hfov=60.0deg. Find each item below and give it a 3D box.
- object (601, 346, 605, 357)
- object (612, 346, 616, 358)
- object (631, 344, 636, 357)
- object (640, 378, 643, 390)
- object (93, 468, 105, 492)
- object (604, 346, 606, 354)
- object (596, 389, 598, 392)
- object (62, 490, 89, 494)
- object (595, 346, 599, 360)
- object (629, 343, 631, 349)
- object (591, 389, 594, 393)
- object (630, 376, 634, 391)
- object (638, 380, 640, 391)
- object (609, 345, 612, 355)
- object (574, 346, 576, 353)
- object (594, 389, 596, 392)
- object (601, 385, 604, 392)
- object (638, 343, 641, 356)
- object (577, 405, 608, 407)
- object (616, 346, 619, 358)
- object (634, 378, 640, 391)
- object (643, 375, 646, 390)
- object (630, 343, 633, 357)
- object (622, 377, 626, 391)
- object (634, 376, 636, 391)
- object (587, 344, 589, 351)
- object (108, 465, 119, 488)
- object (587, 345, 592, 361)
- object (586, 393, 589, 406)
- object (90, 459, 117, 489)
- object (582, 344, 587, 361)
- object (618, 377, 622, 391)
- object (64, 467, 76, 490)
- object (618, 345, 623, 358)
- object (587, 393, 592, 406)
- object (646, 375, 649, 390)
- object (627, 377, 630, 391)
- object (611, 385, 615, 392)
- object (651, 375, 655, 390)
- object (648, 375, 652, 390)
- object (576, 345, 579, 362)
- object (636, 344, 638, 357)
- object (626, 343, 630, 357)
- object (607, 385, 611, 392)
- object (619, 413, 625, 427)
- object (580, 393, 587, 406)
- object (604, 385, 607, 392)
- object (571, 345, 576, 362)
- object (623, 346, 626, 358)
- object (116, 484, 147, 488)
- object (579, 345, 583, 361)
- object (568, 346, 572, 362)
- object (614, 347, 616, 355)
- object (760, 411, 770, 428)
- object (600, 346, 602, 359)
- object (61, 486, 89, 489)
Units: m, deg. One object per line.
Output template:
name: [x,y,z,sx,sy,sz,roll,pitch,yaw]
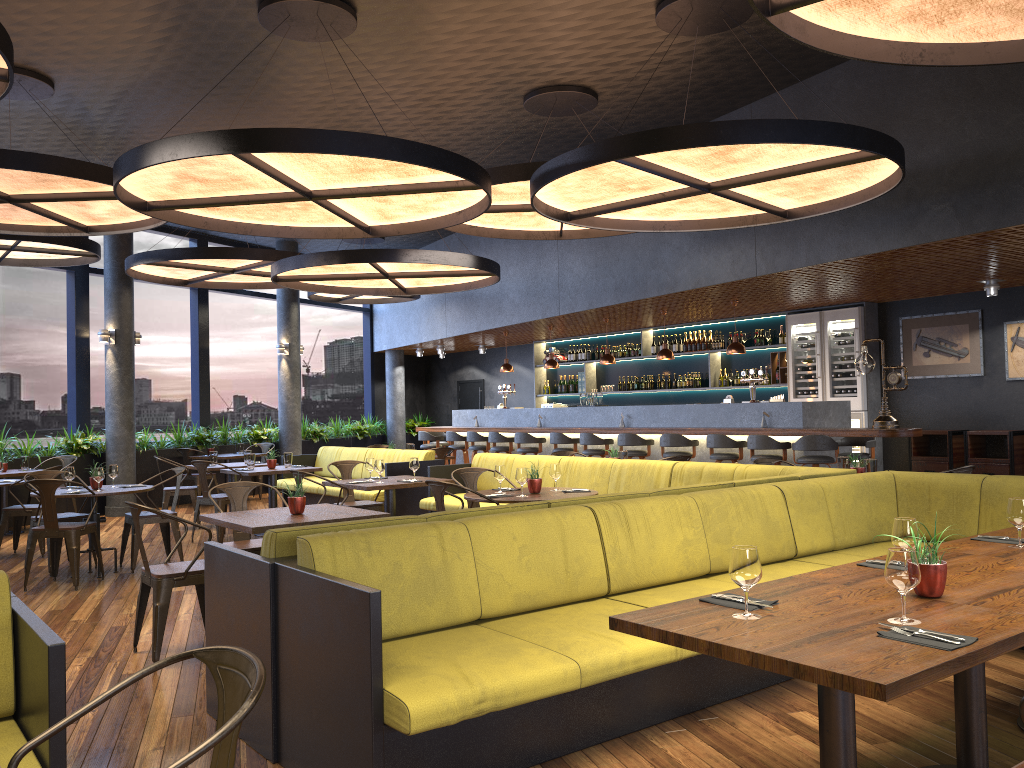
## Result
object: [1.622,-0.560,15.856,0.063,0.254,0.063,-2,-2,25]
object: [1.784,-0.553,15.590,0.068,0.217,0.068,-3,-2,42]
object: [2.080,-0.571,15.201,0.068,0.217,0.068,-3,-2,37]
object: [2.248,0.003,15.259,0.088,0.224,0.088,-2,-2,27]
object: [-3.608,0.835,7.742,0.097,0.206,0.097,0,-2,-31]
object: [1.680,-0.559,15.916,0.063,0.254,0.063,-2,-2,25]
object: [1.535,0.122,16.008,0.042,0.059,0.042,-2,-2,15]
object: [-3.748,0.929,7.638,0.157,0.019,0.255,-2,-2,5]
object: [1.529,-0.555,15.931,0.063,0.254,0.063,-2,-2,35]
object: [2.053,-0.580,15.479,0.063,0.254,0.063,0,-2,-30]
object: [1.464,0.126,16.101,0.042,0.059,0.042,-2,-2,15]
object: [2.076,-0.005,15.359,0.063,0.254,0.063,-1,-2,-10]
object: [2.171,0.006,15.323,0.088,0.224,0.088,-2,-2,17]
object: [1.748,-0.563,15.841,0.063,0.254,0.063,-1,-2,0]
object: [1.162,-0.558,16.579,0.085,0.310,0.086,-1,-2,3]
object: [1.491,0.123,16.004,0.042,0.059,0.042,-2,-2,15]
object: [1.629,0.087,15.915,0.084,0.119,0.084,-2,-2,8]
object: [2.191,-0.580,15.102,0.088,0.224,0.088,-1,-2,-23]
object: [1.223,0.335,13.445,0.273,0.019,0.437,0,-2,-37]
object: [1.863,-0.553,15.639,0.068,0.217,0.068,-1,-2,-17]
object: [2.142,0.004,15.213,0.088,0.224,0.088,-1,-2,-23]
object: [2.251,-0.018,15.076,0.063,0.254,0.063,-1,-2,-20]
object: [2.084,-0.583,15.397,0.063,0.254,0.063,-1,-2,-10]
object: [1.947,0.000,15.433,0.063,0.254,0.063,-3,-2,40]
object: [2.145,-0.006,15.416,0.063,0.254,0.063,-2,-2,25]
object: [1.403,-0.572,16.263,0.085,0.310,0.086,-1,-2,3]
object: [-3.675,0.849,8.175,0.097,0.206,0.097,-2,-2,24]
object: [1.403,-0.559,16.115,0.083,0.301,0.083,0,-2,-30]
object: [1.178,0.244,13.557,0.105,0.209,0.105,-1,-2,-2]
object: [-3.734,0.809,7.981,0.260,0.271,0.238,-1,-2,1]
object: [1.328,-0.572,16.205,0.085,0.310,0.086,-1,-2,-4]
object: [1.886,0.003,15.513,0.063,0.254,0.063,-2,-2,25]
object: [-3.979,0.850,7.980,0.097,0.206,0.097,-1,-2,4]
object: [1.893,-0.561,15.493,0.088,0.224,0.088,0,-2,-43]
object: [1.196,0.240,13.435,0.105,0.209,0.105,-1,-2,-2]
object: [2.320,-0.018,15.119,0.063,0.254,0.063,-1,-2,-5]
object: [2.032,-0.001,15.483,0.063,0.254,0.063,-2,-2,10]
object: [1.786,0.077,15.709,0.084,0.119,0.084,-2,-2,8]
object: [2.380,-0.022,15.031,0.063,0.254,0.063,-2,-2,25]
object: [2.329,-0.023,14.963,0.063,0.254,0.063,-1,-2,5]
object: [1.218,-0.561,16.500,0.085,0.310,0.086,-1,-2,-26]
object: [2.159,-0.572,15.252,0.068,0.217,0.068,0,-2,-32]
object: [2.006,-0.583,15.352,0.063,0.254,0.063,-2,-2,10]
object: [1.733,0.081,15.779,0.084,0.119,0.084,-2,-2,8]
object: [1.561,0.509,12.534,0.114,0.203,0.069,-3,-2,42]
object: [1.085,0.244,13.501,0.105,0.209,0.105,-1,-2,-2]
object: [1.681,0.084,15.847,0.084,0.119,0.084,-2,-2,8]
object: [1.141,-0.561,16.446,0.085,0.310,0.086,-1,-2,-10]
object: [1.983,-0.562,15.551,0.088,0.224,0.088,0,-2,-43]
object: [-3.501,0.938,8.142,0.255,0.019,0.157,0,-2,-39]
object: [1.267,-0.568,16.288,0.085,0.310,0.086,-1,-2,-18]
object: [1.086,-0.558,16.522,0.085,0.310,0.086,-1,-2,-4]
object: [1.835,-0.550,15.721,0.068,0.217,0.068,0,-2,-32]
object: [3.025,0.420,10.625,0.114,0.203,0.069,-1,-2,-3]
object: [1.621,-0.556,15.987,0.063,0.254,0.063,-2,-2,30]
object: [-4.007,0.950,8.148,0.255,0.019,0.157,-2,-2,31]
